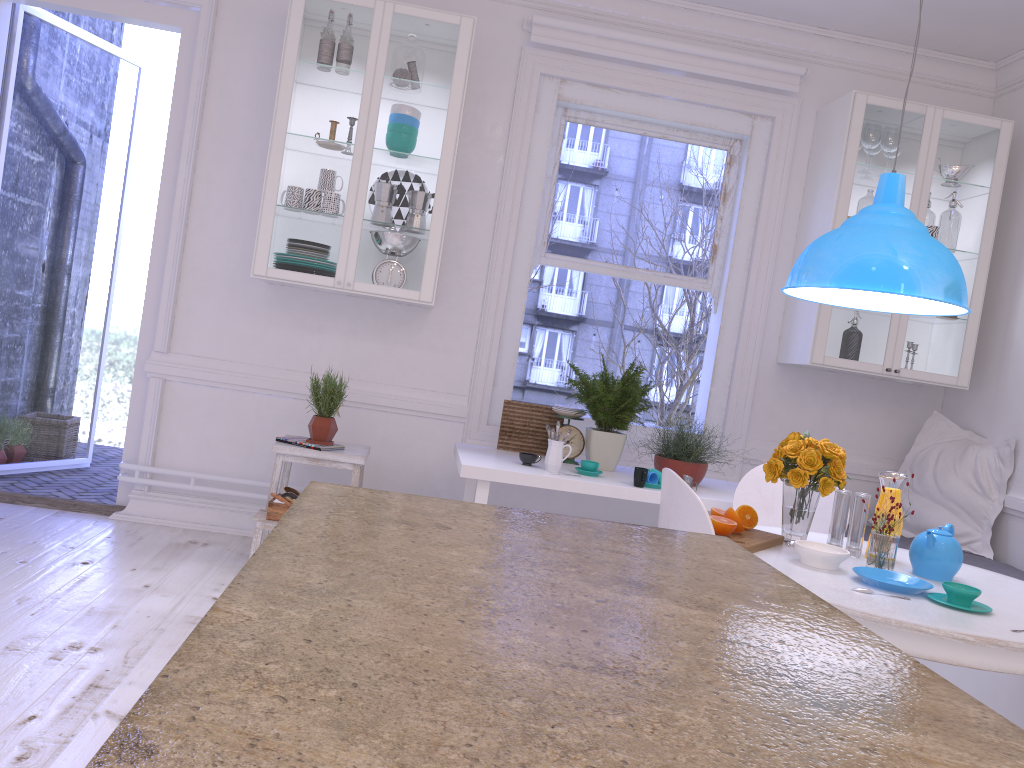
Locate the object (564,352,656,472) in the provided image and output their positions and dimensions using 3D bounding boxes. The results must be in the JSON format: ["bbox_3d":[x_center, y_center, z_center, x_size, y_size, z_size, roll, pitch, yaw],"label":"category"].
[{"bbox_3d":[0.431,0.122,4.000,0.438,0.527,0.368,9,2,-6],"label":"object"}]

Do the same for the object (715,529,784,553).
[{"bbox_3d":[0.641,0.448,2.615,0.224,0.024,0.347,10,2,34],"label":"object"}]

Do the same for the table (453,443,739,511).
[{"bbox_3d":[0.465,0.711,3.910,1.514,0.619,0.736,9,2,-6],"label":"table"}]

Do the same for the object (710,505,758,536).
[{"bbox_3d":[0.637,0.398,2.637,0.129,0.075,0.285,10,2,30],"label":"object"}]

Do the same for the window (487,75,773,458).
[{"bbox_3d":[0.600,-0.587,4.636,1.234,1.782,0.181,9,2,-6],"label":"window"}]

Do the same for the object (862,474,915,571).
[{"bbox_3d":[1.060,0.384,2.475,0.128,0.287,0.128,9,2,-4],"label":"object"}]

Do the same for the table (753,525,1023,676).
[{"bbox_3d":[0.990,0.837,2.479,1.140,0.629,1.140,10,2,23],"label":"table"}]

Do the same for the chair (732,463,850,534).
[{"bbox_3d":[0.886,0.689,3.161,0.604,0.845,0.483,10,3,39],"label":"chair"}]

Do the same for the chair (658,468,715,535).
[{"bbox_3d":[0.576,0.671,2.332,0.483,0.845,0.604,9,2,-6],"label":"chair"}]

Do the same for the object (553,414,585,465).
[{"bbox_3d":[0.253,0.254,4.105,0.159,0.208,0.185,9,2,-6],"label":"object"}]

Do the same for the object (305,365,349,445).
[{"bbox_3d":[-0.814,0.082,3.936,0.196,0.367,0.186,10,3,39],"label":"object"}]

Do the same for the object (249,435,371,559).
[{"bbox_3d":[-0.881,0.547,3.931,0.418,0.534,0.599,9,2,-6],"label":"object"}]

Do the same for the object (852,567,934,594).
[{"bbox_3d":[0.983,0.512,2.298,0.196,0.023,0.196,8,2,-19],"label":"object"}]

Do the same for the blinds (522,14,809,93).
[{"bbox_3d":[0.770,-1.635,4.410,1.451,0.131,0.136,9,2,-6],"label":"blinds"}]

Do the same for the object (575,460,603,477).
[{"bbox_3d":[0.325,0.354,3.731,0.121,0.055,0.121,10,2,34],"label":"object"}]

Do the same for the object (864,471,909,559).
[{"bbox_3d":[1.134,0.399,2.678,0.094,0.267,0.116,9,2,21],"label":"object"}]

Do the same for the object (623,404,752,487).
[{"bbox_3d":[0.777,0.277,3.946,0.668,0.367,0.531,9,2,18],"label":"object"}]

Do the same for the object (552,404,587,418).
[{"bbox_3d":[0.267,0.128,4.110,0.164,0.047,0.163,11,3,43],"label":"object"}]

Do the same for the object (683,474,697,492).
[{"bbox_3d":[0.731,0.413,3.667,0.066,0.067,0.052,9,2,-5],"label":"object"}]

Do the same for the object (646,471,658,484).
[{"bbox_3d":[0.561,0.385,3.644,0.069,0.058,0.080,7,2,-33],"label":"object"}]

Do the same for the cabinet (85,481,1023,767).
[{"bbox_3d":[0.013,0.639,0.803,0.654,0.842,1.167,9,2,-6],"label":"cabinet"}]

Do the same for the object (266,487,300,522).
[{"bbox_3d":[-0.838,0.519,3.726,0.358,0.110,0.211,9,2,-4],"label":"object"}]

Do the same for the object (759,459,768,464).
[{"bbox_3d":[1.181,0.427,4.025,0.127,0.152,0.115,8,2,-24],"label":"object"}]

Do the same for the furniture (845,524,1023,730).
[{"bbox_3d":[1.934,1.030,2.875,0.769,0.508,3.296,9,2,-6],"label":"furniture"}]

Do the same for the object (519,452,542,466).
[{"bbox_3d":[0.067,0.318,3.735,0.082,0.048,0.079,11,3,44],"label":"object"}]

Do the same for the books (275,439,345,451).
[{"bbox_3d":[-0.897,0.267,3.948,0.246,0.011,0.180,10,2,24],"label":"books"}]

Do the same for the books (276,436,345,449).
[{"bbox_3d":[-0.896,0.259,3.947,0.246,0.007,0.180,10,2,24],"label":"books"}]

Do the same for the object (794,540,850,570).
[{"bbox_3d":[0.847,0.472,2.433,0.147,0.052,0.147,10,2,36],"label":"object"}]

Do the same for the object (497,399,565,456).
[{"bbox_3d":[0.091,0.212,4.194,0.294,0.237,0.028,9,2,-6],"label":"object"}]

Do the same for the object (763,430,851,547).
[{"bbox_3d":[0.884,0.318,2.683,0.234,0.351,0.235,7,3,-41],"label":"object"}]

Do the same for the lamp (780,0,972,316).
[{"bbox_3d":[1.294,-1.221,2.788,0.568,1.948,0.568,10,2,28],"label":"lamp"}]

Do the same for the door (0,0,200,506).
[{"bbox_3d":[-2.227,-0.674,4.781,1.009,2.474,1.021,9,2,-6],"label":"door"}]

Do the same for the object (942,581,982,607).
[{"bbox_3d":[1.103,0.520,2.182,0.088,0.043,0.088,9,2,1],"label":"object"}]

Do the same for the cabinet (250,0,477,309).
[{"bbox_3d":[-0.678,-1.073,4.141,0.823,1.311,0.425,9,2,-6],"label":"cabinet"}]

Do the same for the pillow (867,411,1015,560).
[{"bbox_3d":[2.126,0.462,4.338,0.374,0.642,0.677,7,2,-36],"label":"pillow"}]

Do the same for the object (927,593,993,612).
[{"bbox_3d":[1.100,0.540,2.183,0.147,0.011,0.147,9,2,-4],"label":"object"}]

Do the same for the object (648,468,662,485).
[{"bbox_3d":[0.596,0.383,3.660,0.069,0.059,0.082,8,2,-28],"label":"object"}]

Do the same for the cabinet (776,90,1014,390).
[{"bbox_3d":[1.898,-0.688,4.421,0.823,1.311,0.425,9,2,-6],"label":"cabinet"}]

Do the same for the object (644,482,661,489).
[{"bbox_3d":[0.572,0.412,3.650,0.121,0.021,0.121,10,2,34],"label":"object"}]

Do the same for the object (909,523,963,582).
[{"bbox_3d":[1.210,0.474,2.522,0.156,0.151,0.150,9,2,-3],"label":"object"}]

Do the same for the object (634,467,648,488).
[{"bbox_3d":[0.516,0.378,3.579,0.055,0.077,0.070,9,2,19],"label":"object"}]

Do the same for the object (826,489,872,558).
[{"bbox_3d":[1.022,0.422,2.693,0.101,0.186,0.122,10,2,24],"label":"object"}]
